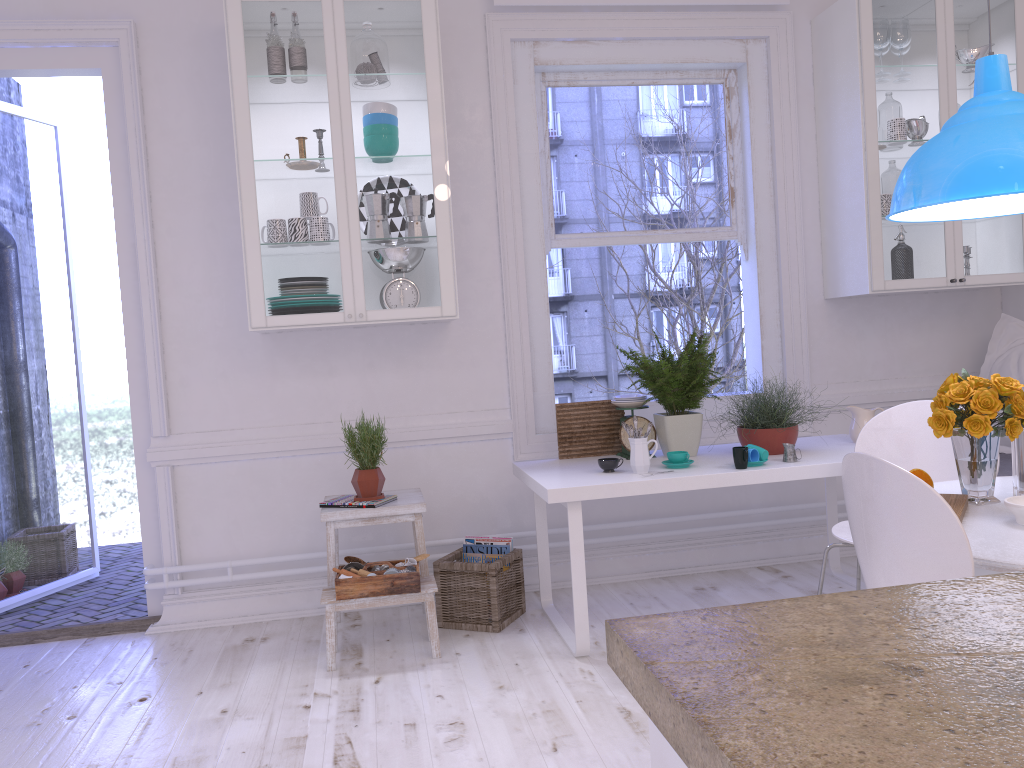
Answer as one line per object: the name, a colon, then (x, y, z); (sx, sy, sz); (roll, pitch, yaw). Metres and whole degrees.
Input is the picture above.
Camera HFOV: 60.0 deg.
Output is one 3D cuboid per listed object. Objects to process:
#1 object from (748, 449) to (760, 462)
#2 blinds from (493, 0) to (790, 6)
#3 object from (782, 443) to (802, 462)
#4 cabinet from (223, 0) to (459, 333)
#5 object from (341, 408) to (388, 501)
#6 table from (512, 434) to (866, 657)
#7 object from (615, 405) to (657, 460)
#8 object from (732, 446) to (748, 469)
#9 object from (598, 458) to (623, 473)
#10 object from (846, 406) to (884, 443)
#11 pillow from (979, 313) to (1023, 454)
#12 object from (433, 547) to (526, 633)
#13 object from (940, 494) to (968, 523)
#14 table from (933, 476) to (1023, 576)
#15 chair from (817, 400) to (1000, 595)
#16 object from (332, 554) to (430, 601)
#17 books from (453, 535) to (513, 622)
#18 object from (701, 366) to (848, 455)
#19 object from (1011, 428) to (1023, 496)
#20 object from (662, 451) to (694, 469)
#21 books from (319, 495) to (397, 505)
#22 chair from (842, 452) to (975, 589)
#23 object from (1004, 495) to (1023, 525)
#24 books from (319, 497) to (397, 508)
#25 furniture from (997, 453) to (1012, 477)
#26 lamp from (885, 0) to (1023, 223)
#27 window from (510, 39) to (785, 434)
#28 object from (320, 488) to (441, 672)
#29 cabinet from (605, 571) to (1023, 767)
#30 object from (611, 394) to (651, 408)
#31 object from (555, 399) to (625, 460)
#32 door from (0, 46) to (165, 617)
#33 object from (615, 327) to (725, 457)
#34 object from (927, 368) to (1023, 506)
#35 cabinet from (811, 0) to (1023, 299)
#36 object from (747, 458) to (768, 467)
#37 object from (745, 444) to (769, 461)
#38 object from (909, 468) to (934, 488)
object: (0.863, 0.262, 3.249); (0.069, 0.058, 0.080); (-6, 3, -36)
blinds: (0.587, -1.761, 3.984); (1.451, 0.131, 0.136); (-4, 3, -9)
object: (1.033, 0.253, 3.281); (0.066, 0.067, 0.052); (-4, 3, -9)
cabinet: (-0.688, -0.895, 3.654); (0.823, 1.311, 0.425); (-4, 3, -9)
object: (-0.559, 0.264, 3.466); (0.196, 0.367, 0.186); (-2, 3, 36)
table: (0.826, 0.600, 3.516); (1.514, 0.619, 0.736); (-4, 3, -9)
object: (0.509, 0.198, 3.691); (0.159, 0.208, 0.185); (-4, 3, -9)
object: (0.821, 0.266, 3.182); (0.055, 0.077, 0.070); (-3, 3, 16)
object: (0.362, 0.305, 3.314); (0.082, 0.048, 0.079); (-1, 4, 40)
object: (1.456, 0.165, 3.662); (0.127, 0.152, 0.115); (-5, 3, -27)
pillow: (2.367, -0.009, 4.023); (0.374, 0.642, 0.677); (-6, 3, -39)
object: (-0.129, 0.832, 3.626); (0.276, 0.270, 0.276); (-3, 3, 24)
object: (1.010, 0.316, 2.227); (0.224, 0.024, 0.347); (-2, 3, 31)
table: (1.442, 0.621, 2.117); (1.140, 0.629, 1.140); (-3, 3, 20)
chair: (1.271, 0.493, 2.790); (0.604, 0.845, 0.483); (-2, 3, 36)
object: (-0.476, 0.698, 3.263); (0.358, 0.110, 0.211); (-4, 3, -7)
books: (-0.125, 0.798, 3.636); (0.221, 0.306, 0.205); (-3, 3, 24)
object: (1.034, 0.107, 3.559); (0.668, 0.367, 0.531); (-3, 3, 15)
object: (1.371, 0.207, 2.324); (0.101, 0.186, 0.122); (-3, 3, 21)
object: (0.621, 0.284, 3.324); (0.121, 0.055, 0.121); (-2, 3, 31)
books: (-0.601, 0.454, 3.476); (0.246, 0.007, 0.180); (-3, 3, 21)
chair: (1.010, 0.550, 1.946); (0.483, 0.845, 0.604); (-4, 3, -9)
object: (1.225, 0.296, 2.056); (0.147, 0.052, 0.147); (-2, 3, 33)
books: (-0.600, 0.463, 3.477); (0.246, 0.011, 0.180); (-3, 3, 21)
furniture: (2.382, 0.600, 2.564); (0.769, 0.508, 3.296); (-4, 3, -9)
lamp: (1.274, -1.457, 2.399); (0.568, 1.948, 0.568); (-2, 3, 25)
window: (0.636, -0.703, 4.222); (1.234, 1.782, 0.181); (-4, 3, -9)
object: (-0.523, 0.732, 3.467); (0.418, 0.534, 0.599); (-4, 3, -9)
cabinet: (0.537, 0.655, 0.390); (0.654, 0.842, 1.167); (-4, 3, -9)
object: (0.495, 0.072, 3.695); (0.164, 0.047, 0.163); (-1, 4, 40)
object: (0.338, 0.191, 3.771); (0.294, 0.237, 0.028); (-4, 3, -9)
door: (-2.146, -0.174, 4.222); (1.009, 2.474, 1.021); (-4, 3, -9)
object: (0.660, 0.032, 3.593); (0.438, 0.527, 0.368); (-4, 3, -9)
object: (1.215, 0.136, 2.304); (0.234, 0.351, 0.235); (-6, 4, -44)
cabinet: (1.891, -1.082, 4.070); (0.823, 1.311, 0.425); (-4, 3, -9)
object: (0.879, 0.287, 3.256); (0.121, 0.021, 0.121); (-2, 3, 31)
object: (0.896, 0.253, 3.267); (0.069, 0.059, 0.082); (-5, 3, -31)
object: (0.994, 0.268, 2.248); (0.129, 0.075, 0.285); (-2, 3, 27)
